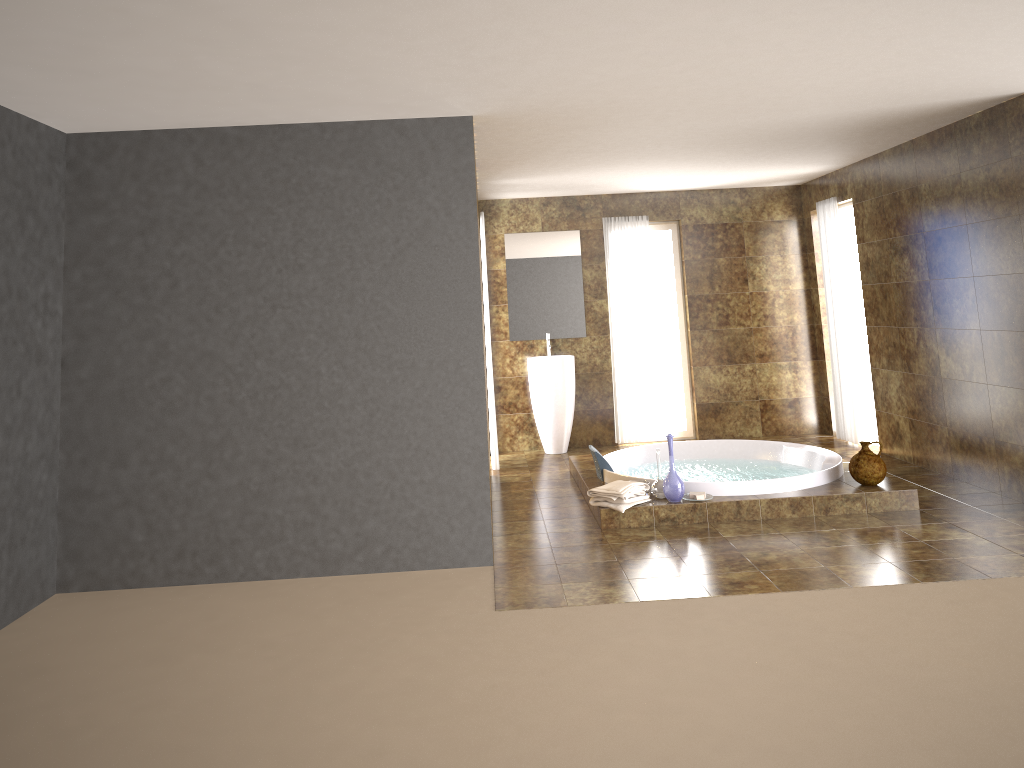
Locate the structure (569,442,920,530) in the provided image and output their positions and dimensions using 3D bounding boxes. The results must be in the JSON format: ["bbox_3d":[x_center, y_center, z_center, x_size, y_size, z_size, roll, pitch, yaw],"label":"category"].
[{"bbox_3d":[1.515,0.698,6.360,2.005,0.126,1.989,-3,5,-2],"label":"structure"}]

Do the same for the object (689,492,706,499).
[{"bbox_3d":[1.173,0.703,5.463,0.100,0.033,0.061,-2,2,13],"label":"object"}]

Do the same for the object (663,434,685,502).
[{"bbox_3d":[1.013,0.527,5.468,0.136,0.426,0.133,-4,-7,6],"label":"object"}]

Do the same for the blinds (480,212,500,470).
[{"bbox_3d":[-0.207,-0.423,7.852,0.068,2.312,0.586,-3,-7,-2],"label":"blinds"}]

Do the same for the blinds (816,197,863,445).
[{"bbox_3d":[3.035,-0.612,8.080,0.069,2.313,0.472,-3,-8,-2],"label":"blinds"}]

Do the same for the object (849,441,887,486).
[{"bbox_3d":[2.315,0.516,5.637,0.230,0.279,0.226,-1,-3,-30],"label":"object"}]

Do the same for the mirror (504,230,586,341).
[{"bbox_3d":[0.333,-0.997,8.717,0.768,1.109,0.008,-3,-8,-2],"label":"mirror"}]

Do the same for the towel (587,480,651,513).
[{"bbox_3d":[0.674,0.699,5.482,0.336,0.152,0.321,-1,3,43],"label":"towel"}]

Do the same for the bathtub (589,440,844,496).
[{"bbox_3d":[1.513,0.690,6.360,1.738,0.530,1.749,-1,4,29],"label":"bathtub"}]

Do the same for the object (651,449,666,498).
[{"bbox_3d":[0.956,0.575,5.594,0.130,0.313,0.127,-4,-6,6],"label":"object"}]

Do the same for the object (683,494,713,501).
[{"bbox_3d":[1.171,0.720,5.450,0.190,0.019,0.188,-4,5,-13],"label":"object"}]

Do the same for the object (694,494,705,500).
[{"bbox_3d":[1.168,0.706,5.394,0.053,0.035,0.072,-3,2,-1],"label":"object"}]

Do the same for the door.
[{"bbox_3d":[3.647,-0.611,8.282,0.950,2.262,0.039,-7,-9,31],"label":"door"}]

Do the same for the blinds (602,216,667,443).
[{"bbox_3d":[1.217,-0.571,8.652,0.519,2.300,0.065,-3,-8,-2],"label":"blinds"}]

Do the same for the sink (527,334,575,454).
[{"bbox_3d":[0.393,0.086,8.345,0.459,1.154,0.427,-3,-6,1],"label":"sink"}]

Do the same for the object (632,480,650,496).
[{"bbox_3d":[0.824,0.689,5.691,0.170,0.076,0.168,-4,3,-21],"label":"object"}]
